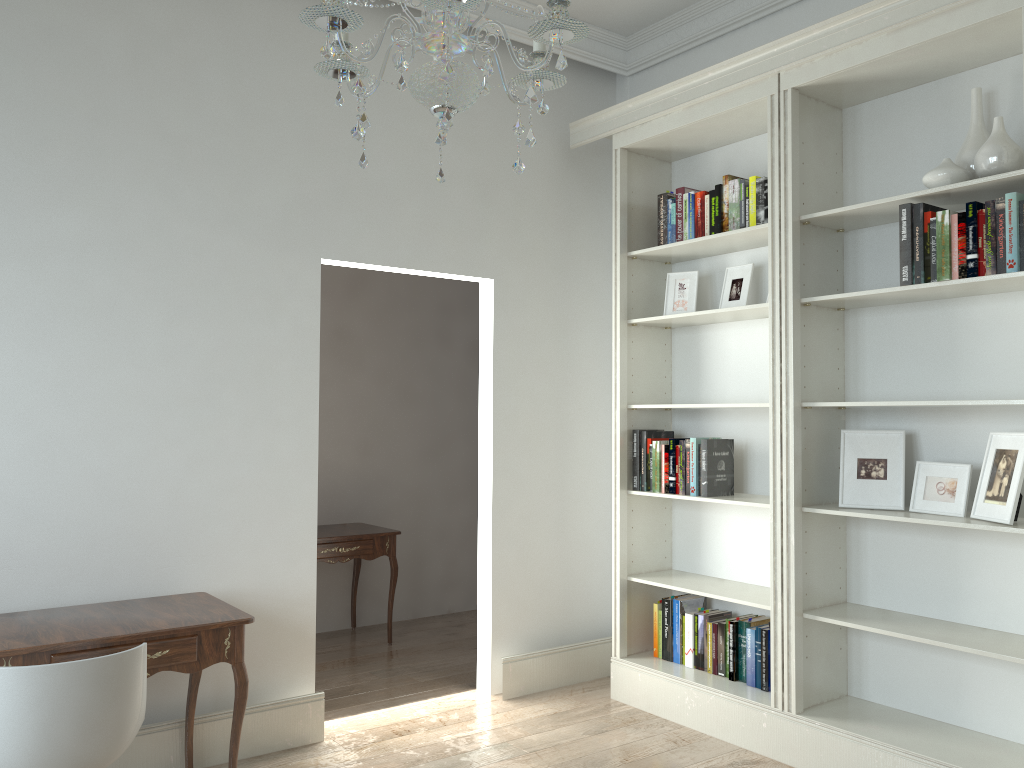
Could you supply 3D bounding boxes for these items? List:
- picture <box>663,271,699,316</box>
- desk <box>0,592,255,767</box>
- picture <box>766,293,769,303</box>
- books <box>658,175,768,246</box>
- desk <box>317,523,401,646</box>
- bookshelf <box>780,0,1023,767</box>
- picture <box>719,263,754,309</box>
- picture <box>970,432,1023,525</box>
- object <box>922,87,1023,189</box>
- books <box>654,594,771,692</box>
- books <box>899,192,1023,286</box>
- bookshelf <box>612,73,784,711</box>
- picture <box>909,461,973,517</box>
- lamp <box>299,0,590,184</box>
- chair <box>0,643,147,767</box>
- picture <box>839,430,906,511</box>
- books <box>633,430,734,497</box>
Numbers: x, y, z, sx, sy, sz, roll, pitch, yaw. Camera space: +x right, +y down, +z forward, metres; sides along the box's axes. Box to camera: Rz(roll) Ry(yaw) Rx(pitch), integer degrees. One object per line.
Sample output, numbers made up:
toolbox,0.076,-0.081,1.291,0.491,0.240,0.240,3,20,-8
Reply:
picture,0.807,-0.422,4.212,0.153,0.228,0.094,-1,-3,29
desk,-1.582,1.092,2.704,1.443,0.668,0.555,2,-3,-36
picture,1.148,-0.438,3.751,0.094,0.228,0.153,1,-2,-11
books,0.980,-0.789,4.070,0.201,0.301,0.691,2,-3,-35
desk,-1.122,1.194,5.169,0.800,0.668,0.555,2,-3,-36
bookshelf,1.506,0.012,3.211,0.399,2.523,0.972,2,-3,-36
picture,1.025,-0.428,4.028,0.094,0.228,0.153,2,-3,-36
picture,1.660,0.312,2.984,0.124,0.300,0.202,1,-2,-6
object,1.640,-0.869,3.115,0.319,0.397,0.316,-2,-3,42
books,0.974,1.136,3.962,0.207,0.302,0.762,2,-3,-35
books,1.595,-0.496,3.027,0.205,0.291,0.465,2,-3,-36
bookshelf,0.928,0.040,3.992,0.399,2.523,0.972,2,-3,-36
picture,1.579,0.381,3.236,0.124,0.192,0.206,2,-3,-36
lamp,-0.139,-1.749,1.938,0.648,2.542,0.577,-1,-2,24
chair,-1.246,1.058,2.407,0.478,0.715,0.514,2,-3,-37
picture,1.391,0.328,3.422,0.231,0.300,0.127,-1,-3,29
books,0.795,0.361,4.129,0.205,0.291,0.465,2,-3,-36
